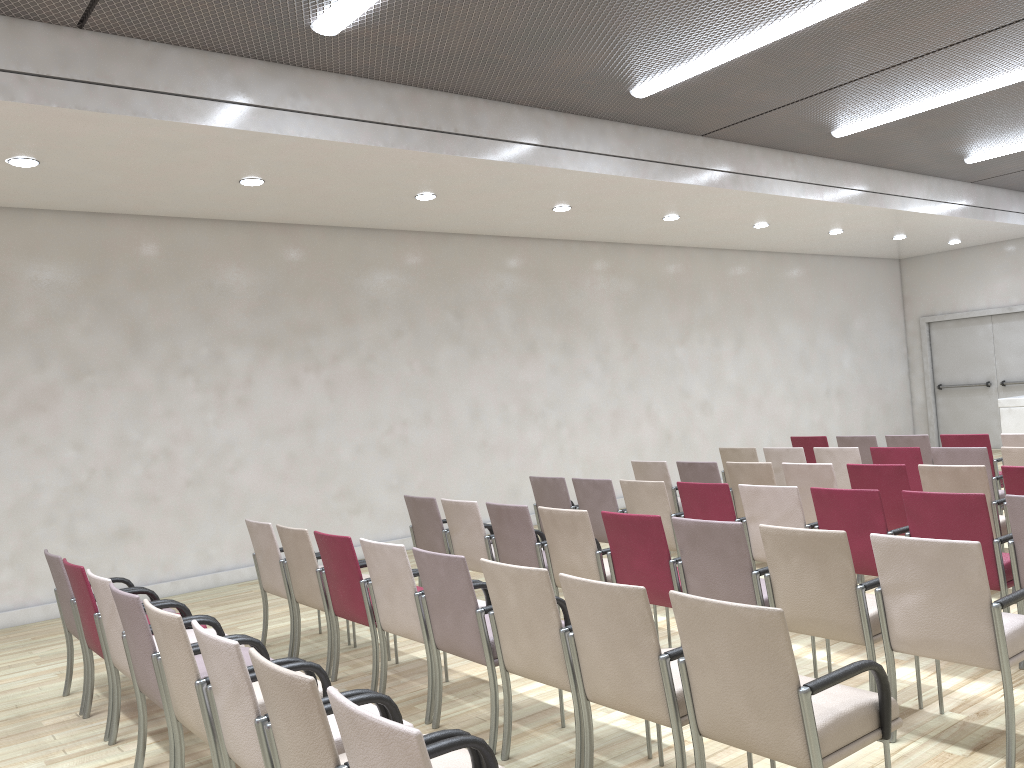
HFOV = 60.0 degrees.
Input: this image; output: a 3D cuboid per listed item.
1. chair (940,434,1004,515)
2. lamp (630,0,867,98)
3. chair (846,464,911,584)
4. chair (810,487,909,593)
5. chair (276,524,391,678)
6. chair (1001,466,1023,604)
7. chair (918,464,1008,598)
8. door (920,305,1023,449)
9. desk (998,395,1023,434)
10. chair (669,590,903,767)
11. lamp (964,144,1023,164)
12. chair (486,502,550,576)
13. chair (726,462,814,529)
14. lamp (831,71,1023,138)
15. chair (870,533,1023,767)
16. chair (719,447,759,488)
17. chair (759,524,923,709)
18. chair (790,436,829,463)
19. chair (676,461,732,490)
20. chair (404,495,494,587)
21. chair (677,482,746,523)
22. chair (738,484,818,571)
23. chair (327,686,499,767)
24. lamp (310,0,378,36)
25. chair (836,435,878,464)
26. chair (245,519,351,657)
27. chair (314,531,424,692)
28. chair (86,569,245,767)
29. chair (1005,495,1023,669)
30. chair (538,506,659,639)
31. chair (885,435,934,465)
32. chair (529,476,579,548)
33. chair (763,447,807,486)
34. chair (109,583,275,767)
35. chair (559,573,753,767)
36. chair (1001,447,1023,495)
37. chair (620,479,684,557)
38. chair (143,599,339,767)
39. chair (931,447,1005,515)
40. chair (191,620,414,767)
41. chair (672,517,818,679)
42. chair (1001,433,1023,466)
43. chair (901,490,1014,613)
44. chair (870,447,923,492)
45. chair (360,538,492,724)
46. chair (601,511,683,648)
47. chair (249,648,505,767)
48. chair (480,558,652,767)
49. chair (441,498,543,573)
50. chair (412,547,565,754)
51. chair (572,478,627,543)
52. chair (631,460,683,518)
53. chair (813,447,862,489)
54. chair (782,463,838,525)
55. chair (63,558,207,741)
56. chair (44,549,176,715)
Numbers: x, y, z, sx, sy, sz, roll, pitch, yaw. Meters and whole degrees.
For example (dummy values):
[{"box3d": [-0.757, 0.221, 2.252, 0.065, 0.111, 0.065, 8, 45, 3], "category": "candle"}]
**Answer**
[{"box3d": [4.468, 0.895, 8.429, 0.640, 0.890, 0.513, -4, -1, -38], "category": "chair"}, {"box3d": [2.043, -2.489, 6.040, 0.198, 0.045, 3.304, -4, -1, -37], "category": "lamp"}, {"box3d": [2.848, 0.997, 6.489, 0.640, 0.890, 0.513, -4, -1, -38], "category": "chair"}, {"box3d": [2.193, 1.034, 5.321, 0.640, 0.890, 0.513, -4, -1, -37], "category": "chair"}, {"box3d": [-1.083, 1.297, 5.579, 0.640, 0.890, 0.513, -4, -1, -37], "category": "chair"}, {"box3d": [3.510, 0.933, 5.636, 0.640, 0.890, 0.513, -4, -1, -38], "category": "chair"}, {"box3d": [3.180, 0.965, 6.070, 0.640, 0.890, 0.513, -4, -1, -38], "category": "chair"}, {"box3d": [8.223, -0.073, 15.062, 0.200, 2.400, 2.373, -4, -1, -37], "category": "door"}, {"box3d": [7.978, 0.566, 10.419, 1.456, 1.042, 3.652, -4, -1, -37], "category": "desk"}, {"box3d": [0.925, 1.103, 2.958, 0.640, 0.890, 0.513, -4, -1, -38], "category": "chair"}, {"box3d": [6.554, -2.801, 9.492, 0.198, 0.045, 3.304, -4, -1, -37], "category": "lamp"}, {"box3d": [0.227, 1.197, 5.878, 0.640, 0.890, 0.513, -4, -1, -37], "category": "chair"}, {"box3d": [2.183, 1.062, 7.384, 0.640, 0.890, 0.513, -4, -1, -38], "category": "chair"}, {"box3d": [4.328, -2.647, 7.789, 0.198, 0.045, 3.304, -4, -1, -37], "category": "lamp"}, {"box3d": [1.893, 1.036, 3.698, 0.640, 0.890, 0.513, -4, -1, -38], "category": "chair"}, {"box3d": [2.500, 1.058, 8.998, 0.640, 0.890, 0.513, -4, -1, -38], "category": "chair"}, {"box3d": [1.553, 1.069, 4.139, 0.640, 0.890, 0.513, -4, -1, -38], "category": "chair"}, {"box3d": [3.461, 0.992, 9.746, 0.640, 0.890, 0.513, -4, -1, -37], "category": "chair"}, {"box3d": [1.847, 1.094, 7.808, 0.640, 0.890, 0.513, -4, -1, -38], "category": "chair"}, {"box3d": [-0.424, 1.260, 6.757, 0.640, 0.890, 0.513, -4, -1, -37], "category": "chair"}, {"box3d": [1.550, 1.096, 6.194, 0.640, 0.890, 0.513, -4, -1, -38], "category": "chair"}, {"box3d": [1.871, 1.065, 5.759, 0.640, 0.890, 0.513, -4, -1, -37], "category": "chair"}, {"box3d": [-0.062, 1.171, 2.213, 0.640, 0.890, 0.513, -4, -1, -37], "category": "chair"}, {"box3d": [-0.193, -2.335, 4.328, 0.198, 0.045, 3.304, -4, -1, -37], "category": "lamp"}, {"box3d": [3.801, 0.959, 9.300, 0.640, 0.890, 0.513, -4, -1, -37], "category": "chair"}, {"box3d": [-1.410, 1.328, 6.012, 0.640, 0.890, 0.513, -4, -1, -37], "category": "chair"}, {"box3d": [-0.747, 1.264, 5.135, 0.640, 0.890, 0.513, -4, -1, -38], "category": "chair"}, {"box3d": [-1.705, 1.330, 4.388, 0.640, 0.890, 0.513, -4, -1, -37], "category": "chair"}, {"box3d": [2.871, 0.968, 4.442, 0.640, 0.890, 0.513, -4, -1, -38], "category": "chair"}, {"box3d": [0.560, 1.165, 5.435, 0.640, 0.890, 0.513, -4, -1, -37], "category": "chair"}, {"box3d": [4.138, 0.927, 8.876, 0.640, 0.890, 0.513, -4, -1, -37], "category": "chair"}, {"box3d": [0.547, 1.193, 7.507, 0.640, 0.890, 0.513, -4, -1, -38], "category": "chair"}, {"box3d": [2.823, 1.026, 8.554, 0.640, 0.890, 0.513, -4, -1, -37], "category": "chair"}, {"box3d": [-1.391, 1.299, 3.947, 0.640, 0.890, 0.513, -4, -1, -37], "category": "chair"}, {"box3d": [0.579, 1.136, 3.386, 0.640, 0.890, 0.513, -4, -1, -38], "category": "chair"}, {"box3d": [4.158, 0.898, 6.817, 0.640, 0.890, 0.513, -4, -1, -38], "category": "chair"}, {"box3d": [1.205, 1.129, 6.631, 0.640, 0.890, 0.513, -4, -1, -37], "category": "chair"}, {"box3d": [-1.062, 1.268, 3.520, 0.640, 0.890, 0.513, -4, -1, -38], "category": "chair"}, {"box3d": [3.822, 0.930, 7.240, 0.640, 0.890, 0.513, -4, -1, -37], "category": "chair"}, {"box3d": [-0.712, 1.234, 3.074, 0.640, 0.890, 0.513, -4, -1, -36], "category": "chair"}, {"box3d": [1.226, 1.101, 4.582, 0.640, 0.890, 0.513, -4, -1, -37], "category": "chair"}, {"box3d": [4.807, 0.862, 7.989, 0.640, 0.890, 0.513, -4, -1, -37], "category": "chair"}, {"box3d": [2.544, 1.000, 4.875, 0.640, 0.890, 0.513, -4, -1, -37], "category": "chair"}, {"box3d": [3.503, 0.961, 7.685, 0.640, 0.890, 0.513, -4, -1, -37], "category": "chair"}, {"box3d": [-0.408, 1.232, 4.709, 0.640, 0.890, 0.513, -4, -1, -38], "category": "chair"}, {"box3d": [0.904, 1.132, 5.015, 0.640, 0.890, 0.513, -4, -1, -38], "category": "chair"}, {"box3d": [-0.385, 1.203, 2.646, 0.640, 0.890, 0.513, -4, -1, -37], "category": "chair"}, {"box3d": [0.262, 1.167, 3.829, 0.640, 0.890, 0.513, -4, -1, -38], "category": "chair"}, {"box3d": [-0.107, 1.229, 6.314, 0.640, 0.890, 0.513, -4, -1, -37], "category": "chair"}, {"box3d": [-0.079, 1.200, 4.259, 0.640, 0.890, 0.513, -4, -1, -37], "category": "chair"}, {"box3d": [0.877, 1.161, 7.062, 0.640, 0.890, 0.513, -4, -1, -38], "category": "chair"}, {"box3d": [1.509, 1.127, 8.249, 0.640, 0.890, 0.513, -4, -1, -37], "category": "chair"}, {"box3d": [3.162, 0.994, 8.128, 0.640, 0.890, 0.513, -4, -1, -38], "category": "chair"}, {"box3d": [2.512, 1.030, 6.932, 0.640, 0.890, 0.513, -4, -1, -37], "category": "chair"}, {"box3d": [-2.044, 1.363, 4.828, 0.640, 0.890, 0.513, -4, -1, -38], "category": "chair"}, {"box3d": [-2.376, 1.395, 5.262, 0.640, 0.890, 0.513, -4, -1, -37], "category": "chair"}]
